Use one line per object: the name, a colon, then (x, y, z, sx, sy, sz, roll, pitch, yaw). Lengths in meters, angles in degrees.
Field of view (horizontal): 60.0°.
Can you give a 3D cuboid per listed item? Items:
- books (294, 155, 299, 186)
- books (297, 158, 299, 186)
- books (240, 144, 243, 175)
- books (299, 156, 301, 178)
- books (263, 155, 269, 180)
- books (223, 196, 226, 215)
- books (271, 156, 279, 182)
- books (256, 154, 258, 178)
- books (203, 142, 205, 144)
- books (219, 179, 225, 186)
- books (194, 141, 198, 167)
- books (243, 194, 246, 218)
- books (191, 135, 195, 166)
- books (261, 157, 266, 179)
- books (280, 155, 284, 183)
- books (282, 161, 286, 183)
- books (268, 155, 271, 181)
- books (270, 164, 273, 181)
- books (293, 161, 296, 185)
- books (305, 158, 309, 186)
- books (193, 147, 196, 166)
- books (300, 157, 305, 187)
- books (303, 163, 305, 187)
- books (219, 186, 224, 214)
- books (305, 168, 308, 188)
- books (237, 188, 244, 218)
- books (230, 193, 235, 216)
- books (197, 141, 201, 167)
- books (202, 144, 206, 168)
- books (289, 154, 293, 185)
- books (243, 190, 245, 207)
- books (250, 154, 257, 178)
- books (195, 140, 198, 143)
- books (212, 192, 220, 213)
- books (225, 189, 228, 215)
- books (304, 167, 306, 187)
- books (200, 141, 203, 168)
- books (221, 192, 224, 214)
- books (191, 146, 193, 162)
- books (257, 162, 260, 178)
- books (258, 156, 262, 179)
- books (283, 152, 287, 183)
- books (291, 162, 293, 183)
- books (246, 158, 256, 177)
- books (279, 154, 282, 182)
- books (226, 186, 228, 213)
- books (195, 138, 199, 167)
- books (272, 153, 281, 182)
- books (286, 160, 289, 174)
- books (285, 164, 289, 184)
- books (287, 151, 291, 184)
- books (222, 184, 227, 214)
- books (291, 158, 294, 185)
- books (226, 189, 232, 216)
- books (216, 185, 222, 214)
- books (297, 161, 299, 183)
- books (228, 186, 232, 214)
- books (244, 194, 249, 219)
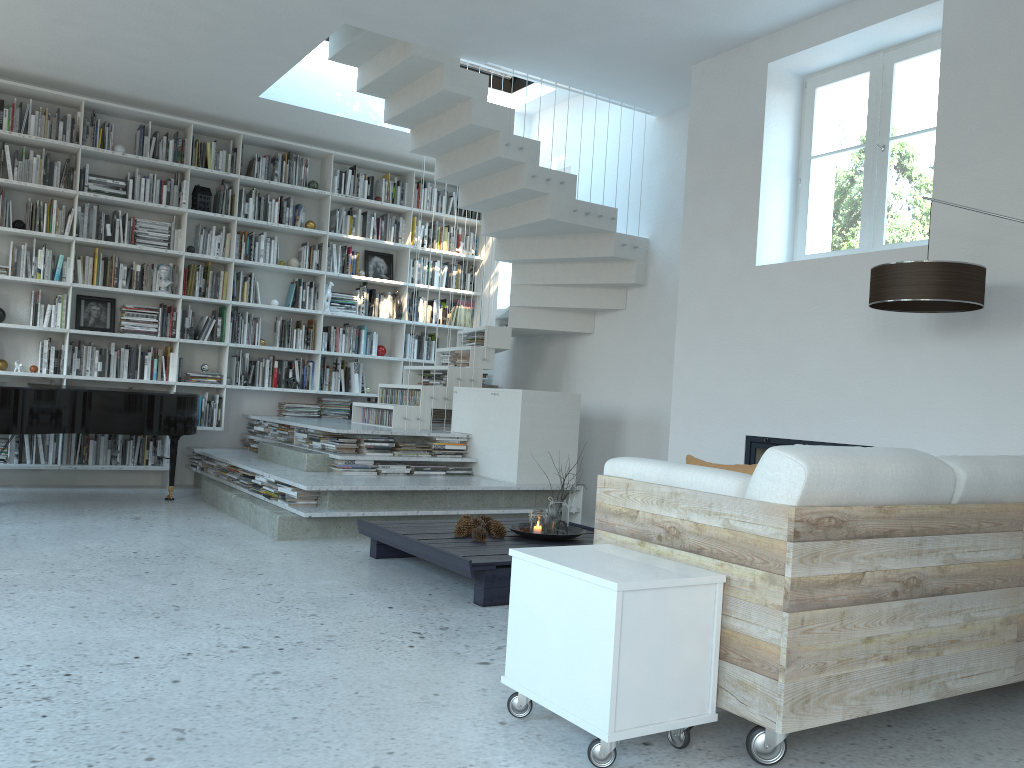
books: (-2.018, -1.946, 8.202, 0.008, 0.307, 0.182, 4, -1, -33)
books: (-2.002, -1.941, 8.225, 0.019, 0.299, 0.137, 4, -1, -33)
books: (-2.437, -1.977, 7.920, 0.019, 0.304, 0.175, 4, -1, -33)
books: (-2.000, -1.952, 8.247, 0.008, 0.321, 0.133, 4, -1, -33)
books: (-2.255, -1.938, 8.060, 0.030, 0.255, 0.161, 4, -1, -33)
books: (-2.569, -1.573, 7.872, 0.013, 0.210, 0.140, 4, -1, -33)
books: (-2.175, -1.934, 8.087, 0.028, 0.258, 0.184, 4, -1, -33)
books: (-2.333, -1.938, 8.011, 0.011, 0.244, 0.172, 4, -1, -33)
books: (-2.720, -1.977, 7.782, 0.007, 0.264, 0.133, 4, -1, -33)
books: (-2.590, -1.638, 7.859, 0.025, 0.339, 0.142, 4, -1, -33)
books: (-2.763, -1.969, 7.705, 0.007, 0.239, 0.191, 4, -1, -33)
books: (-2.425, -1.575, 7.970, 0.012, 0.239, 0.138, 4, -1, -33)
books: (-2.790, -2.000, 7.709, 0.007, 0.298, 0.181, 4, -1, -33)
books: (-2.281, -1.925, 8.045, 0.028, 0.226, 0.163, 4, -1, -33)
books: (-2.137, -1.944, 8.146, 0.007, 0.285, 0.159, 4, -1, -33)
books: (-2.118, -1.916, 8.137, 0.018, 0.231, 0.160, 4, -1, -33)
books: (-2.235, -1.937, 8.076, 0.021, 0.256, 0.168, 4, -1, -33)
books: (-2.224, -1.903, 8.105, 0.031, 0.190, 0.132, 4, -1, -33)
books: (-2.037, -1.920, 8.200, 0.024, 0.252, 0.149, 4, -1, -33)
books: (-1.929, -1.939, 8.259, 0.006, 0.306, 0.163, 4, -1, -33)
books: (-2.787, -1.947, 7.720, 0.015, 0.192, 0.160, 4, -1, -33)
books: (-1.971, -1.938, 8.233, 0.013, 0.297, 0.188, 4, -1, -33)
books: (-1.959, -1.928, 8.233, 0.008, 0.278, 0.180, 4, -1, -33)
books: (-2.591, -1.605, 7.842, 0.022, 0.272, 0.181, 4, -1, -33)
books: (-1.940, -1.891, 8.252, 0.014, 0.209, 0.188, 4, -1, -33)
books: (-2.435, -1.599, 7.946, 0.012, 0.285, 0.159, 4, -1, -33)
books: (-2.503, -1.570, 7.886, 0.008, 0.214, 0.223, 4, -1, -33)
books: (-2.743, -1.978, 7.737, 0.034, 0.261, 0.157, 4, -1, -33)
books: (-2.711, -1.962, 7.747, 0.015, 0.233, 0.171, 4, -1, -33)
books: (-2.062, -1.946, 8.156, 0.015, 0.299, 0.183, 4, -1, -33)
books: (-2.437, -1.596, 7.969, 0.011, 0.280, 0.133, 4, -1, -33)
books: (-2.337, -1.939, 7.998, 0.009, 0.244, 0.173, 4, -1, -33)
books: (-2.764, -1.979, 7.721, 0.006, 0.259, 0.166, 4, -1, -33)
books: (-2.623, -1.578, 7.845, 0.019, 0.214, 0.156, 4, -1, -33)
books: (-2.554, -1.594, 7.869, 0.005, 0.255, 0.158, 4, -1, -33)
books: (-1.958, -1.895, 8.251, 0.018, 0.214, 0.157, 4, -1, -33)
books: (-2.730, -1.977, 7.756, 0.008, 0.262, 0.142, 4, -1, -33)
books: (-2.589, -1.577, 7.861, 0.024, 0.217, 0.168, 4, -1, -33)
books: (-2.812, -1.954, 7.717, 0.016, 0.204, 0.143, 4, -1, -33)
books: (-2.316, -1.907, 8.022, 0.009, 0.183, 0.160, 4, -1, -33)
books: (-2.299, -1.929, 8.017, 0.013, 0.229, 0.174, 4, -1, -33)
books: (-2.108, -1.956, 8.148, 0.006, 0.312, 0.179, 4, -1, -33)
books: (-2.061, -1.936, 8.190, 0.012, 0.280, 0.144, 4, -1, -33)
books: (-2.357, -1.921, 7.977, 0.046, 0.206, 0.183, 4, -1, -33)
books: (-2.154, -1.950, 8.141, 0.017, 0.295, 0.139, 4, -1, -33)
books: (-2.561, -1.611, 7.897, 0.013, 0.289, 0.131, 4, -1, -33)
books: (-2.765, -1.988, 7.734, 0.007, 0.279, 0.150, 4, -1, -33)
books: (-2.165, -1.950, 8.120, 0.024, 0.292, 0.167, 4, -1, -33)
books: (-2.088, -1.924, 8.161, 0.008, 0.251, 0.170, 4, -1, -33)
books: (-2.093, -1.899, 8.141, 0.018, 0.201, 0.188, 4, -1, -33)
books: (-2.079, -1.962, 8.165, 0.007, 0.329, 0.183, 4, -1, -33)
books: (-2.567, -1.611, 7.849, 0.021, 0.288, 0.179, 4, -1, -33)
books: (-2.050, -1.933, 8.192, 0.008, 0.275, 0.163, 4, -1, -33)
books: (-2.528, -1.589, 7.869, 0.013, 0.248, 0.186, 4, -1, -33)
books: (-2.597, -1.606, 7.822, 0.021, 0.272, 0.190, 4, -1, -33)
books: (-2.013, -1.922, 8.213, 0.014, 0.258, 0.149, 4, -1, -33)
books: (-2.525, -1.610, 7.911, 0.005, 0.292, 0.130, 4, -1, -33)
books: (-2.406, -1.575, 7.976, 0.026, 0.243, 0.148, 4, -1, -33)
